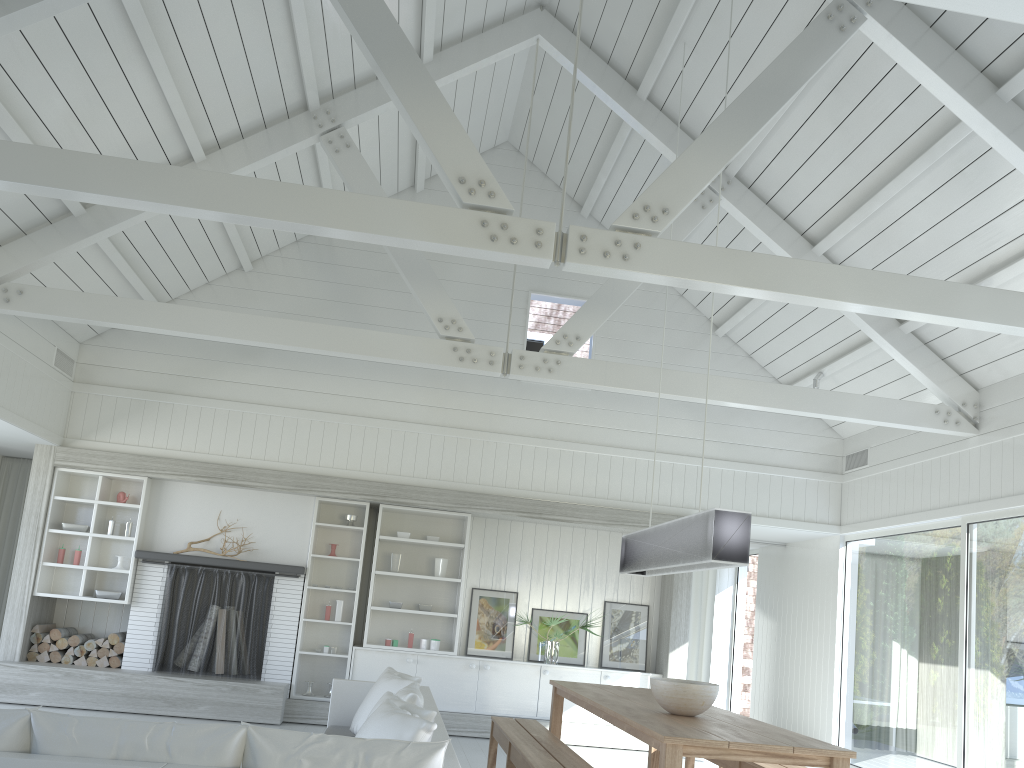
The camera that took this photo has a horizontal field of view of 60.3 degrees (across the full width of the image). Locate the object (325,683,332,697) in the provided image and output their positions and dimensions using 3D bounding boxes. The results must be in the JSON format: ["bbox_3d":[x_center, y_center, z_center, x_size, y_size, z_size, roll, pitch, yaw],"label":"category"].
[{"bbox_3d":[-1.807,3.067,8.833,0.137,0.128,0.139,-3,-15,35],"label":"object"}]

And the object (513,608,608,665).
[{"bbox_3d":[0.488,2.557,9.019,0.973,0.619,0.632,8,-12,-9],"label":"object"}]

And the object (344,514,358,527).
[{"bbox_3d":[-1.658,1.410,9.060,0.161,0.122,0.165,-1,-14,26],"label":"object"}]

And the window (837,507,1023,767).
[{"bbox_3d":[4.183,1.489,4.061,0.080,2.377,11.128,7,-14,-6],"label":"window"}]

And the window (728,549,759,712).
[{"bbox_3d":[3.170,3.460,11.962,0.038,2.388,0.961,7,-10,-6],"label":"window"}]

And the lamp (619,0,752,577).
[{"bbox_3d":[1.200,-0.894,5.782,0.200,4.172,1.937,7,-10,-6],"label":"lamp"}]

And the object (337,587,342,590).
[{"bbox_3d":[-1.765,2.090,9.018,0.054,0.025,0.055,7,-14,-6],"label":"object"}]

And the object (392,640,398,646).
[{"bbox_3d":[-1.194,2.641,8.989,0.059,0.060,0.058,12,-13,-28],"label":"object"}]

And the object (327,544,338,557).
[{"bbox_3d":[-1.829,1.706,9.023,0.137,0.128,0.139,-3,-15,35],"label":"object"}]

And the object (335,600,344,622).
[{"bbox_3d":[-1.756,2.302,8.949,0.072,0.207,0.072,7,-9,-7],"label":"object"}]

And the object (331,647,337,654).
[{"bbox_3d":[-1.798,2.686,8.892,0.058,0.060,0.058,7,-12,-7],"label":"object"}]

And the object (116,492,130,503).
[{"bbox_3d":[-3.855,1.126,8.722,0.232,0.125,0.060,-5,-14,38],"label":"object"}]

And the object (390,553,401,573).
[{"bbox_3d":[-1.201,1.849,9.083,0.103,0.193,0.104,7,-10,-6],"label":"object"}]

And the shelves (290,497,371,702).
[{"bbox_3d":[-1.849,2.214,9.091,0.541,1.967,0.614,7,-9,-6],"label":"shelves"}]

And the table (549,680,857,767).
[{"bbox_3d":[0.891,2.344,5.338,0.907,0.749,3.002,7,-14,-6],"label":"table"}]

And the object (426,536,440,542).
[{"bbox_3d":[-0.837,1.647,9.307,0.141,0.065,0.144,7,-14,-6],"label":"object"}]

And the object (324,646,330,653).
[{"bbox_3d":[-1.871,2.672,8.886,0.054,0.070,0.055,7,-11,-7],"label":"object"}]

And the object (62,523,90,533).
[{"bbox_3d":[-4.284,1.418,8.650,0.243,0.071,0.246,11,-15,-21],"label":"object"}]

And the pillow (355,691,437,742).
[{"bbox_3d":[-0.646,1.845,4.432,0.468,0.469,1.339,9,-14,-14],"label":"pillow"}]

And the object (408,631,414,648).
[{"bbox_3d":[-1.031,2.593,9.007,0.054,0.193,0.055,7,-9,-7],"label":"object"}]

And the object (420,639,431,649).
[{"bbox_3d":[-0.888,2.672,9.054,0.091,0.094,0.092,0,-13,27],"label":"object"}]

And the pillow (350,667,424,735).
[{"bbox_3d":[-0.824,2.257,6.071,0.464,0.469,2.090,8,-15,-13],"label":"pillow"}]

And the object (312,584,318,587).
[{"bbox_3d":[-1.985,2.033,8.885,0.054,0.025,0.055,7,-14,-6],"label":"object"}]

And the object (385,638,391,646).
[{"bbox_3d":[-1.259,2.621,8.956,0.055,0.070,0.055,11,-12,-27],"label":"object"}]

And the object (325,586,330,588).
[{"bbox_3d":[-1.875,2.062,8.952,0.054,0.025,0.055,7,-14,-6],"label":"object"}]

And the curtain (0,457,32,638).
[{"bbox_3d":[-5.403,1.969,9.533,0.631,2.331,0.118,7,-9,-7],"label":"curtain"}]

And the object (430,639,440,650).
[{"bbox_3d":[-0.785,2.659,8.999,0.085,0.109,0.087,0,-13,28],"label":"object"}]

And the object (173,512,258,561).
[{"bbox_3d":[-2.838,1.482,8.674,0.792,0.494,0.460,15,-15,-36],"label":"object"}]

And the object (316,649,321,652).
[{"bbox_3d":[-1.949,2.685,8.873,0.054,0.025,0.055,7,-14,-6],"label":"object"}]

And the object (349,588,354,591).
[{"bbox_3d":[-1.655,2.118,9.085,0.054,0.025,0.055,7,-14,-6],"label":"object"}]

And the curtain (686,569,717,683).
[{"bbox_3d":[1.934,2.939,10.523,1.007,2.331,0.118,7,-9,-6],"label":"curtain"}]

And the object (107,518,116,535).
[{"bbox_3d":[-3.945,1.397,8.682,0.054,0.193,0.055,7,-9,-5],"label":"object"}]

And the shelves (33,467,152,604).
[{"bbox_3d":[-4.087,1.523,8.756,0.867,1.219,0.558,7,-10,-6],"label":"shelves"}]

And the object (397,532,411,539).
[{"bbox_3d":[-1.124,1.574,9.132,0.141,0.065,0.144,7,-14,-6],"label":"object"}]

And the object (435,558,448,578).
[{"bbox_3d":[-0.738,1.908,9.136,0.103,0.193,0.104,-2,-13,38],"label":"object"}]

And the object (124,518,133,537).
[{"bbox_3d":[-3.781,1.418,8.701,0.054,0.193,0.055,7,-9,-5],"label":"object"}]

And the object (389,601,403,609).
[{"bbox_3d":[-1.192,2.265,9.025,0.141,0.065,0.144,7,-14,-6],"label":"object"}]

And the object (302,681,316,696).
[{"bbox_3d":[-2.023,3.040,8.808,0.137,0.128,0.139,-3,-15,35],"label":"object"}]

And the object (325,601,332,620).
[{"bbox_3d":[-1.862,2.297,8.938,0.054,0.193,0.055,7,-9,-7],"label":"object"}]

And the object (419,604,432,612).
[{"bbox_3d":[-0.905,2.338,9.200,0.141,0.065,0.144,7,-14,-6],"label":"object"}]

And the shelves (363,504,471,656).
[{"bbox_3d":[-0.990,2.052,9.229,0.940,1.419,0.615,7,-10,-6],"label":"shelves"}]
